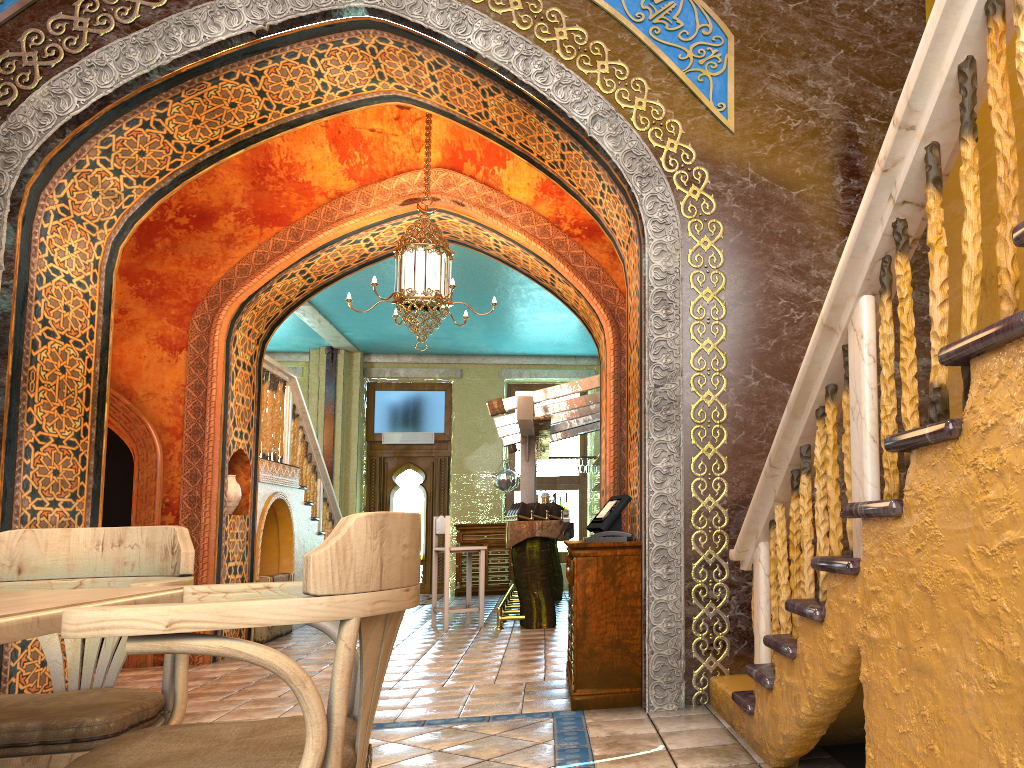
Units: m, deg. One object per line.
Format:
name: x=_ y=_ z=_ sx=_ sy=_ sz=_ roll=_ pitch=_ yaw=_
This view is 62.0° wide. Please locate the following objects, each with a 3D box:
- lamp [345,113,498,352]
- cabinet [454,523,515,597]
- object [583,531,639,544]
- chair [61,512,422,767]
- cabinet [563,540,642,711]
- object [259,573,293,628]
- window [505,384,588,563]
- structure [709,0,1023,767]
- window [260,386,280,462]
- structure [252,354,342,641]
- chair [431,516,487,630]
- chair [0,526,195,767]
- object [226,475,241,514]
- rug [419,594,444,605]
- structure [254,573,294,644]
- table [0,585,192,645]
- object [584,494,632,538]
lamp: x=-0.776 y=-1.454 z=7.566 sx=1.334 sy=2.352 sz=1.096 roll=0 pitch=-6 yaw=-5
cabinet: x=-0.466 y=3.183 z=15.432 sx=1.159 sy=1.296 sz=0.596 roll=0 pitch=-6 yaw=-8
object: x=0.640 y=1.005 z=5.561 sx=0.389 sy=0.086 sz=0.337 roll=-3 pitch=-10 yaw=10
chair: x=-0.578 y=0.881 z=1.861 sx=0.736 sy=1.172 sz=0.744 roll=1 pitch=-7 yaw=-10
cabinet: x=0.622 y=1.643 z=6.042 sx=0.504 sy=1.046 sz=1.471 roll=0 pitch=-8 yaw=1
object: x=-2.652 y=2.414 z=9.573 sx=0.154 sy=0.552 sz=0.869 roll=0 pitch=-9 yaw=1
window: x=0.671 y=1.690 z=16.225 sx=1.597 sy=3.400 sz=0.085 roll=1 pitch=-6 yaw=-11
structure: x=2.074 y=0.081 z=3.123 sx=1.880 sy=3.122 sz=6.364 roll=-1 pitch=-9 yaw=1
window: x=-4.776 y=1.651 z=15.176 sx=1.597 sy=3.400 sz=0.085 roll=1 pitch=-6 yaw=-11
structure: x=-3.478 y=1.693 z=11.589 sx=1.839 sy=3.122 sz=5.785 roll=-1 pitch=-9 yaw=1
chair: x=-0.637 y=2.257 z=10.279 sx=0.550 sy=1.328 sz=0.455 roll=3 pitch=-7 yaw=-30
chair: x=-1.363 y=1.004 z=2.454 sx=0.811 sy=1.172 sz=0.676 roll=0 pitch=-7 yaw=-6
object: x=-2.804 y=1.089 z=8.378 sx=0.242 sy=0.382 sz=0.263 roll=-2 pitch=-7 yaw=13
rug: x=-1.880 y=3.674 z=14.516 sx=1.348 sy=0.039 sz=2.359 roll=-1 pitch=-10 yaw=-1
structure: x=-2.661 y=2.503 z=9.578 sx=0.111 sy=0.684 sz=0.997 roll=0 pitch=-8 yaw=2
table: x=-1.391 y=0.938 z=1.601 sx=1.091 sy=0.997 sz=1.030 roll=0 pitch=-8 yaw=-5
object: x=0.672 y=0.947 z=6.022 sx=0.269 sy=0.316 sz=0.433 roll=1 pitch=-9 yaw=-12
